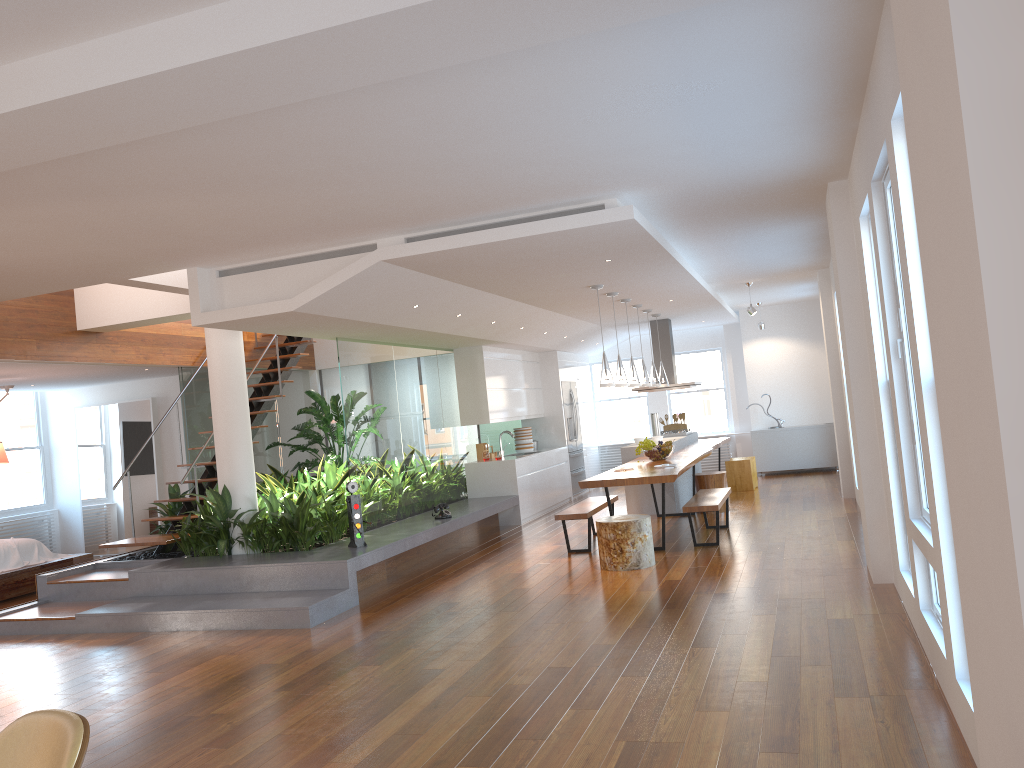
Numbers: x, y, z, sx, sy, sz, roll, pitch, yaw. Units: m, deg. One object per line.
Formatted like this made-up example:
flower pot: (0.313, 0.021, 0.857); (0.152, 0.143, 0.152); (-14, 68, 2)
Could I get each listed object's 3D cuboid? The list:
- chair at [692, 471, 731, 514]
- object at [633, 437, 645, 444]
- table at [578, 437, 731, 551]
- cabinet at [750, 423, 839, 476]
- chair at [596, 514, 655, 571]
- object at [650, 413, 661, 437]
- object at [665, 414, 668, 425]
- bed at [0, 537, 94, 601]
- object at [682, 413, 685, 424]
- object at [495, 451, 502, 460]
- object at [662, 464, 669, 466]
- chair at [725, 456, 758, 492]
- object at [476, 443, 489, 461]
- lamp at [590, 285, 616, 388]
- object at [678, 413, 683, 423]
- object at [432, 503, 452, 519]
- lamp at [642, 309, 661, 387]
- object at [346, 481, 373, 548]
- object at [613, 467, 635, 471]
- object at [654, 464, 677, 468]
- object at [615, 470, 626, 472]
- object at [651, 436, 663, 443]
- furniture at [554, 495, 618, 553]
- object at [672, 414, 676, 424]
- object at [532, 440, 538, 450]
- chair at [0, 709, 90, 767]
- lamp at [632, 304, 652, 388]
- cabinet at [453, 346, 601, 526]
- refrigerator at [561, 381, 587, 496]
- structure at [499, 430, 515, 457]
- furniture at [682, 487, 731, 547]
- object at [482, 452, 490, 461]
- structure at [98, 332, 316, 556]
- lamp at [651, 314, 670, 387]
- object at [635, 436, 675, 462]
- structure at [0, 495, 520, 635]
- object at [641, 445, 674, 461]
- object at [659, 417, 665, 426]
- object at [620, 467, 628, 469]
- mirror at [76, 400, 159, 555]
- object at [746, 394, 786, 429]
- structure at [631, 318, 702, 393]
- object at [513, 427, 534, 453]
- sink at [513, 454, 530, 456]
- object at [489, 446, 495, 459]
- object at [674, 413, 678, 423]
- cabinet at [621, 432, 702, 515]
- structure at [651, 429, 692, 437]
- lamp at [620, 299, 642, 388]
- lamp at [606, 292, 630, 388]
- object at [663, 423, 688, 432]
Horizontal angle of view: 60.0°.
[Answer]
chair: (2.334, 1.274, 10.398); (0.396, 0.455, 0.402); (-6, -2, 8)
object: (1.616, 0.722, 11.235); (0.152, 0.082, 0.152); (-4, -2, -33)
table: (1.987, 1.187, 10.647); (0.893, 0.704, 5.996); (-6, -2, 18)
cabinet: (4.508, 1.038, 14.078); (1.309, 0.725, 0.420); (-6, -2, 18)
chair: (0.955, 1.329, 7.467); (0.460, 0.400, 0.460); (-7, -2, 28)
object: (2.054, 0.589, 12.583); (0.172, 0.356, 0.120); (-5, -2, -24)
object: (2.352, 0.608, 13.447); (0.055, 0.299, 0.027); (-6, -2, 18)
bed: (-6.168, 2.017, 9.327); (2.314, 0.595, 2.207); (-6, -2, 18)
object: (2.593, 0.582, 13.368); (0.057, 0.294, 0.030); (-6, -2, 18)
object: (-0.175, 0.911, 11.277); (0.094, 0.106, 0.094); (-7, -2, 24)
object: (1.499, 0.797, 8.663); (0.070, 0.030, 0.079); (-5, -2, -28)
chair: (3.223, 1.263, 12.437); (0.344, 0.430, 0.549); (-7, -2, 22)
object: (-0.386, 0.892, 11.681); (0.104, 0.222, 0.200); (-6, -2, 18)
lamp: (0.871, -0.498, 8.598); (0.160, 1.060, 0.160); (-4, -3, -45)
object: (2.552, 0.586, 13.362); (0.068, 0.298, 0.039); (-6, -2, 18)
object: (-0.736, 1.312, 9.172); (0.216, 0.155, 0.181); (-5, -2, -17)
lamp: (1.777, -0.491, 11.344); (0.160, 1.060, 0.160); (-4, -3, -45)
object: (-1.309, 1.110, 7.554); (0.134, 0.565, 0.318); (-4, -2, -36)
object: (1.116, 0.848, 8.839); (0.222, 0.020, 0.222); (-5, -2, -31)
object: (1.500, 0.803, 8.662); (0.222, 0.020, 0.222); (-6, -2, 10)
object: (1.062, 0.853, 8.715); (0.149, 0.014, 0.044); (-6, -2, 17)
object: (1.813, 0.696, 11.040); (0.152, 0.082, 0.152); (-5, -2, -21)
furniture: (0.790, 1.407, 8.931); (0.316, 0.389, 1.433); (-6, -2, 18)
object: (2.465, 0.596, 13.409); (0.061, 0.299, 0.040); (-6, -2, 16)
object: (0.264, 0.900, 13.241); (0.284, 0.196, 0.265); (-5, -2, -30)
chair: (-1.306, 1.194, 1.787); (0.867, 0.752, 0.856); (-5, -2, -22)
lamp: (1.551, -0.493, 10.658); (0.160, 1.060, 0.160); (-4, -3, -45)
cabinet: (0.403, 0.662, 13.264); (0.676, 2.280, 4.565); (-6, -2, 18)
refrigerator: (0.708, 0.872, 13.944); (0.725, 1.772, 0.908); (-6, -2, 18)
structure: (-0.051, 0.913, 12.355); (0.248, 0.536, 0.115); (-6, -2, 18)
furniture: (1.916, 1.281, 8.559); (0.316, 0.389, 1.433); (-6, -2, 18)
object: (-0.332, 0.930, 11.378); (0.094, 0.106, 0.094); (-7, -2, 24)
structure: (-2.226, -0.329, 10.179); (2.552, 4.265, 4.591); (-6, -2, 18)
lamp: (2.004, -0.489, 12.031); (0.160, 1.060, 0.160); (-4, -3, -45)
object: (1.576, 0.707, 9.729); (0.394, 0.284, 0.292); (-5, -2, -18)
structure: (-2.025, 1.721, 9.411); (3.088, 0.386, 5.584); (-6, -2, 18)
object: (1.602, 0.767, 9.705); (0.360, 0.159, 0.360); (-5, -2, -18)
object: (2.319, 0.629, 13.455); (0.199, 0.259, 0.016); (-7, -2, 29)
object: (1.116, 0.842, 8.839); (0.070, 0.030, 0.079); (-5, -2, -18)
mirror: (-5.406, 1.296, 12.145); (1.267, 2.044, 0.049); (-6, -2, 18)
object: (4.067, 0.438, 14.179); (0.590, 0.563, 0.210); (-5, -2, -11)
structure: (2.208, -0.608, 12.988); (0.909, 1.405, 0.900); (-6, -2, 18)
object: (0.167, 0.813, 12.867); (0.267, 0.356, 0.266); (-8, -3, 44)
sink: (0.144, 1.088, 12.260); (0.449, 0.192, 0.666); (-6, -2, 18)
object: (-0.292, 0.917, 11.911); (0.100, 0.170, 0.173); (-6, -2, 20)
object: (2.491, 0.592, 13.380); (0.057, 0.299, 0.019); (-6, -2, 18)
cabinet: (2.102, 1.162, 12.079); (0.597, 0.832, 2.936); (-6, -2, 18)
structure: (2.347, 0.716, 12.968); (0.520, 0.073, 0.650); (-6, -2, 18)
lamp: (1.324, -0.494, 9.971); (0.160, 1.060, 0.160); (-4, -3, -45)
lamp: (1.098, -0.496, 9.284); (0.160, 1.060, 0.160); (-4, -3, -45)
object: (2.469, 0.674, 13.397); (0.353, 0.157, 0.084); (-6, -2, 18)
